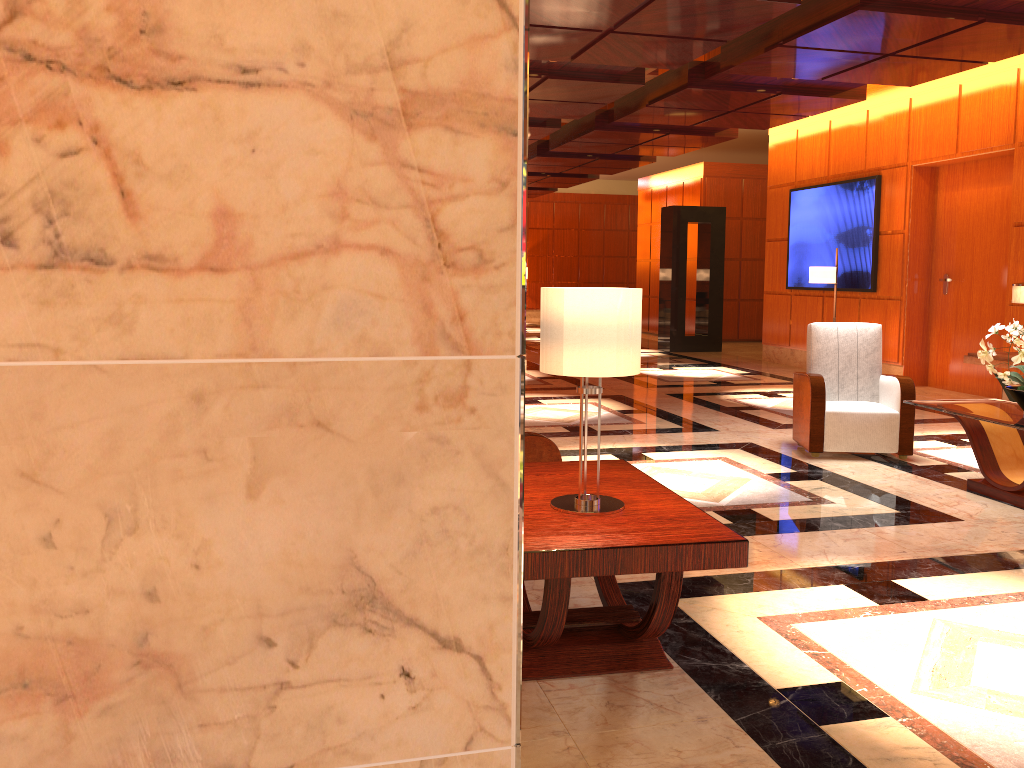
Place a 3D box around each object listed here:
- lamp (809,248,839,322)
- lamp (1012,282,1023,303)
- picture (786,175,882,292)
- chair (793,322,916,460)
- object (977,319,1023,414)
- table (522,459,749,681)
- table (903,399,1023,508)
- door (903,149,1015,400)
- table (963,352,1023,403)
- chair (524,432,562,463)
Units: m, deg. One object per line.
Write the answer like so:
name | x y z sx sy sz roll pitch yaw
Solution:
lamp | 3.786 -0.789 10.578 0.527 1.655 0.361 -2 5 -24
lamp | 4.772 -0.649 8.018 0.459 0.791 0.459 5 7 37
picture | 4.308 -1.993 12.017 0.056 1.447 2.004 -1 6 -14
chair | 2.550 0.028 6.666 0.738 0.957 0.631 1 6 4
object | 3.168 -0.120 5.383 0.789 0.615 0.418 -4 7 -37
table | 0.232 0.661 3.148 0.725 0.532 1.172 -1 7 -11
table | 3.136 0.448 5.301 0.722 0.494 1.566 -1 7 -11
door | 5.104 -1.193 9.940 0.340 2.642 1.543 -1 6 -14
table | 4.848 0.069 8.030 0.725 0.604 1.275 -1 7 -14
chair | -0.159 0.300 4.249 0.628 0.957 0.740 -1 6 -15
